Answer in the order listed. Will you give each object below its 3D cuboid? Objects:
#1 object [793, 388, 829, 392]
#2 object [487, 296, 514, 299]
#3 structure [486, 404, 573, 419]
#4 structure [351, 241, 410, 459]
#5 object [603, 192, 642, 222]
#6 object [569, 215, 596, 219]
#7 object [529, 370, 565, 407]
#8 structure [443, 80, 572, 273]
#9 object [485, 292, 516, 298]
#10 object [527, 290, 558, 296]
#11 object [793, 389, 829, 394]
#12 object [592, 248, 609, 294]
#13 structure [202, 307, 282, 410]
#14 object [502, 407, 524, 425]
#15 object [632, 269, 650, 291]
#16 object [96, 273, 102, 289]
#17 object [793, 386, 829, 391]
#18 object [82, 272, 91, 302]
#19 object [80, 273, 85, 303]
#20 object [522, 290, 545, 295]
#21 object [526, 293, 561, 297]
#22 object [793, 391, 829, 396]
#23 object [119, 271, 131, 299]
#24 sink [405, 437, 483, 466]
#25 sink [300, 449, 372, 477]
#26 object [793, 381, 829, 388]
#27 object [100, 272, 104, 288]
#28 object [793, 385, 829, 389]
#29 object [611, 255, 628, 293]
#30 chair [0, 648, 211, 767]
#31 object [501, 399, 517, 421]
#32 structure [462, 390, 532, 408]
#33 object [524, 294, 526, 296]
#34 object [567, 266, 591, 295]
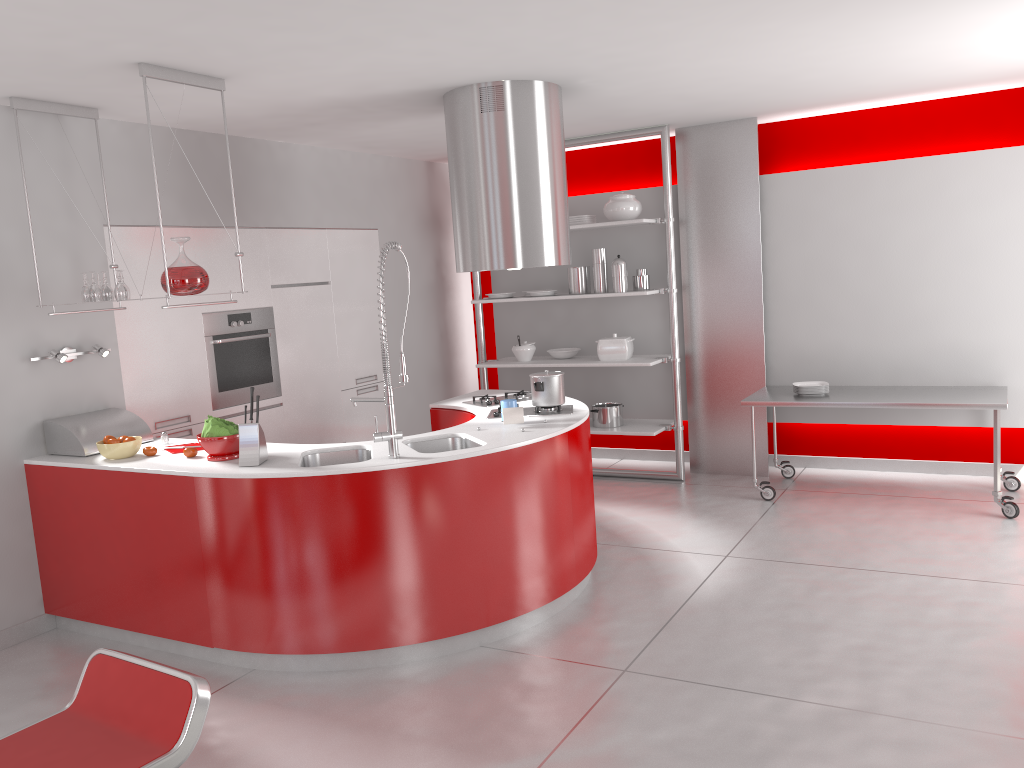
[{"bbox_3d":[2.010,0.039,5.966,0.228,0.020,0.228,-3,7,11],"label":"object"},{"bbox_3d":[-0.089,-0.687,7.056,0.280,0.015,0.280,-7,8,-23],"label":"object"},{"bbox_3d":[0.100,0.134,4.769,0.457,0.037,0.303,-3,7,5],"label":"structure"},{"bbox_3d":[-0.548,-0.147,3.808,0.308,0.920,0.178,-6,7,-17],"label":"structure"},{"bbox_3d":[0.823,-1.312,6.595,0.287,0.222,0.287,-6,7,-16],"label":"object"},{"bbox_3d":[0.517,-1.259,6.737,0.200,0.030,0.200,0,8,29],"label":"object"},{"bbox_3d":[0.191,0.019,4.744,0.189,0.185,0.218,-5,7,-8],"label":"object"},{"bbox_3d":[-0.020,-1.111,4.887,0.644,0.958,0.644,-4,7,-4],"label":"structure"},{"bbox_3d":[-0.090,-0.700,7.054,0.244,0.042,0.244,-2,7,14],"label":"object"},{"bbox_3d":[0.236,-0.698,6.856,0.244,0.042,0.244,-2,7,14],"label":"object"},{"bbox_3d":[2.011,0.049,5.968,0.228,0.020,0.228,-3,7,11],"label":"object"},{"bbox_3d":[0.659,-0.843,6.623,0.109,0.329,0.110,0,8,27],"label":"object"},{"bbox_3d":[-1.692,-0.173,5.632,0.050,0.589,0.599,0,8,29],"label":"structure"},{"bbox_3d":[0.006,0.153,4.329,0.100,0.080,0.109,-4,7,-1],"label":"object"},{"bbox_3d":[0.964,-0.778,6.623,0.127,0.157,0.127,2,9,40],"label":"object"},{"bbox_3d":[-2.061,-0.485,4.437,0.060,0.141,0.060,0,8,29],"label":"object"},{"bbox_3d":[2.010,0.029,5.965,0.228,0.020,0.228,-3,7,11],"label":"object"},{"bbox_3d":[-2.046,-0.465,4.275,0.060,0.141,0.060,-3,7,6],"label":"object"},{"bbox_3d":[-2.093,-0.472,4.358,0.060,0.141,0.060,0,8,29],"label":"object"},{"bbox_3d":[0.201,-0.731,7.143,0.244,0.042,0.244,-1,8,21],"label":"object"},{"bbox_3d":[0.237,-0.684,6.858,0.280,0.015,0.280,-8,8,-31],"label":"object"},{"bbox_3d":[2.012,0.059,5.969,0.228,0.020,0.228,-3,7,11],"label":"object"},{"bbox_3d":[-1.906,-0.483,4.342,0.060,0.141,0.060,0,8,29],"label":"object"},{"bbox_3d":[-0.307,0.374,4.084,0.326,0.172,0.428,-7,8,-21],"label":"sink"},{"bbox_3d":[-0.774,0.422,3.955,0.326,0.172,0.428,-5,7,-9],"label":"sink"},{"bbox_3d":[2.008,0.009,5.962,0.228,0.020,0.228,-3,7,11],"label":"object"},{"bbox_3d":[-2.003,-0.480,4.369,0.060,0.141,0.060,0,8,29],"label":"object"},{"bbox_3d":[2.009,0.019,5.964,0.228,0.020,0.228,-3,7,11],"label":"object"},{"bbox_3d":[0.789,-0.809,6.499,0.115,0.274,0.115,-1,8,22],"label":"object"},{"bbox_3d":[-0.874,1.048,1.806,0.418,0.857,0.460,1,9,34],"label":"chair"},{"bbox_3d":[-0.013,0.129,4.456,0.080,0.100,0.109,-4,7,3],"label":"object"},{"bbox_3d":[-0.033,0.078,5.283,0.457,0.037,0.303,-8,8,-30],"label":"structure"},{"bbox_3d":[0.202,-0.718,7.145,0.280,0.015,0.280,-7,8,-23],"label":"object"},{"bbox_3d":[0.508,-0.790,6.767,0.184,0.205,0.172,1,9,34],"label":"object"}]
